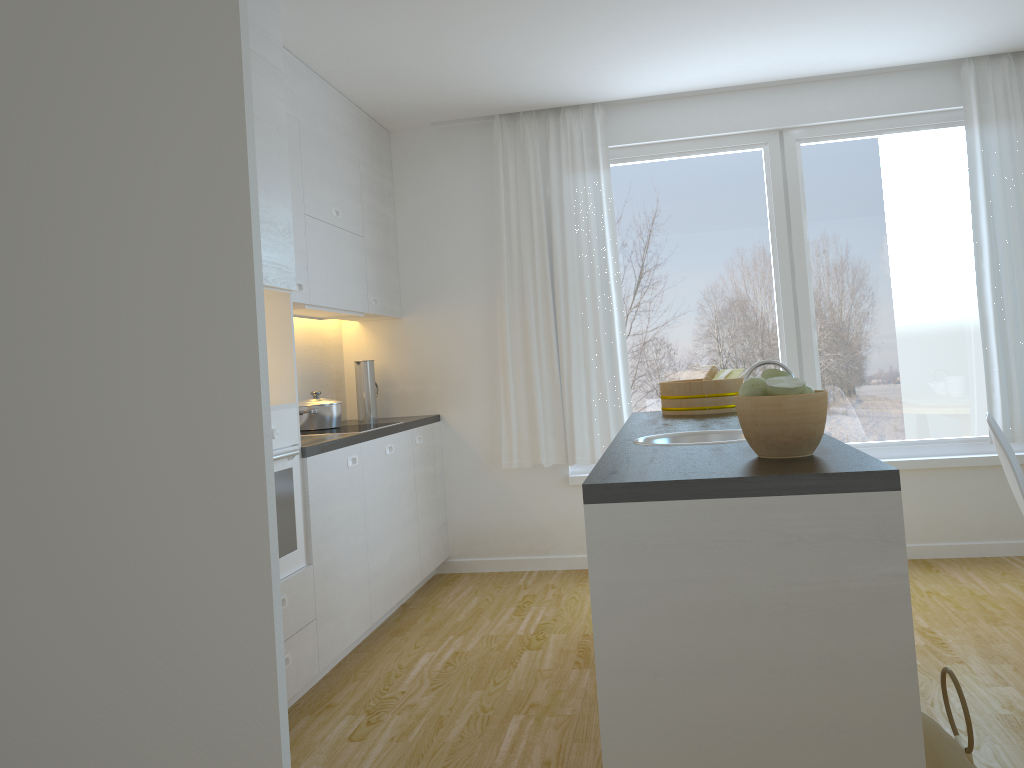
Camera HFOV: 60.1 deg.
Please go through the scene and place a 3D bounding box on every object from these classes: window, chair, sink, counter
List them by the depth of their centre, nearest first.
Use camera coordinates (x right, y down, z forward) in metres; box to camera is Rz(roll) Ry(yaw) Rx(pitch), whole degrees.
[{"bbox_3d":[0.562,0.232,2.592,0.405,0.157,0.403,-4,1,-38],"label":"sink"},{"bbox_3d":[0.647,0.167,2.899,0.600,0.040,2.400,-4,1,10],"label":"counter"},{"bbox_3d":[2.055,0.544,3.205,0.522,0.904,0.430,-5,-2,30],"label":"chair"},{"bbox_3d":[-0.904,0.252,4.416,0.600,0.040,2.000,-4,1,10],"label":"counter"},{"bbox_3d":[1.628,-0.514,5.111,2.724,1.923,0.088,-4,-3,10],"label":"window"}]

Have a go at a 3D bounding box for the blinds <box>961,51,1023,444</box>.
[{"bbox_3d":[2.873,-0.778,4.701,0.794,2.166,0.150,-4,-3,10],"label":"blinds"}]

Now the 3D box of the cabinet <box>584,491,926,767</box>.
[{"bbox_3d":[0.680,0.642,2.877,0.600,0.911,2.399,-4,0,10],"label":"cabinet"}]

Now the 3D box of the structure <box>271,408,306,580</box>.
[{"bbox_3d":[-0.843,0.397,3.081,0.049,0.597,0.560,-4,-1,10],"label":"structure"}]

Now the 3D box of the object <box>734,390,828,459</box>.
[{"bbox_3d":[0.618,0.092,2.020,0.205,0.142,0.205,-4,0,-28],"label":"object"}]

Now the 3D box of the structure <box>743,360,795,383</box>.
[{"bbox_3d":[0.749,0.038,2.538,0.162,0.216,0.097,-4,-2,10],"label":"structure"}]

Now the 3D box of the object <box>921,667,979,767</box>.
[{"bbox_3d":[1.366,0.819,1.956,1.190,0.503,0.470,-4,-1,-12],"label":"object"}]

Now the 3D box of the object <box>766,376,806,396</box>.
[{"bbox_3d":[0.608,0.016,1.963,0.085,0.065,0.084,-4,0,22],"label":"object"}]

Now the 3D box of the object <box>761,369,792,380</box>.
[{"bbox_3d":[0.626,-0.002,2.091,0.077,0.072,0.074,-5,-1,35],"label":"object"}]

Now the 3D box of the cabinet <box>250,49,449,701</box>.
[{"bbox_3d":[-0.972,-0.055,3.830,0.480,2.305,3.199,-4,0,10],"label":"cabinet"}]

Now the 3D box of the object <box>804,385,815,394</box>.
[{"bbox_3d":[0.651,0.042,2.028,0.081,0.086,0.097,-4,-1,-25],"label":"object"}]

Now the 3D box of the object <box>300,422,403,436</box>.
[{"bbox_3d":[-0.908,0.235,4.421,0.561,0.013,0.654,-4,1,10],"label":"object"}]

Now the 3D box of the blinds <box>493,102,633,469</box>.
[{"bbox_3d":[0.256,-0.601,5.162,0.794,2.166,0.150,-4,-3,10],"label":"blinds"}]

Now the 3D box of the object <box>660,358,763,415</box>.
[{"bbox_3d":[0.849,0.011,3.859,0.377,0.215,0.430,-4,0,38],"label":"object"}]

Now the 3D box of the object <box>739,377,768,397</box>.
[{"bbox_3d":[0.570,0.032,2.042,0.086,0.099,0.102,-5,-1,31],"label":"object"}]
